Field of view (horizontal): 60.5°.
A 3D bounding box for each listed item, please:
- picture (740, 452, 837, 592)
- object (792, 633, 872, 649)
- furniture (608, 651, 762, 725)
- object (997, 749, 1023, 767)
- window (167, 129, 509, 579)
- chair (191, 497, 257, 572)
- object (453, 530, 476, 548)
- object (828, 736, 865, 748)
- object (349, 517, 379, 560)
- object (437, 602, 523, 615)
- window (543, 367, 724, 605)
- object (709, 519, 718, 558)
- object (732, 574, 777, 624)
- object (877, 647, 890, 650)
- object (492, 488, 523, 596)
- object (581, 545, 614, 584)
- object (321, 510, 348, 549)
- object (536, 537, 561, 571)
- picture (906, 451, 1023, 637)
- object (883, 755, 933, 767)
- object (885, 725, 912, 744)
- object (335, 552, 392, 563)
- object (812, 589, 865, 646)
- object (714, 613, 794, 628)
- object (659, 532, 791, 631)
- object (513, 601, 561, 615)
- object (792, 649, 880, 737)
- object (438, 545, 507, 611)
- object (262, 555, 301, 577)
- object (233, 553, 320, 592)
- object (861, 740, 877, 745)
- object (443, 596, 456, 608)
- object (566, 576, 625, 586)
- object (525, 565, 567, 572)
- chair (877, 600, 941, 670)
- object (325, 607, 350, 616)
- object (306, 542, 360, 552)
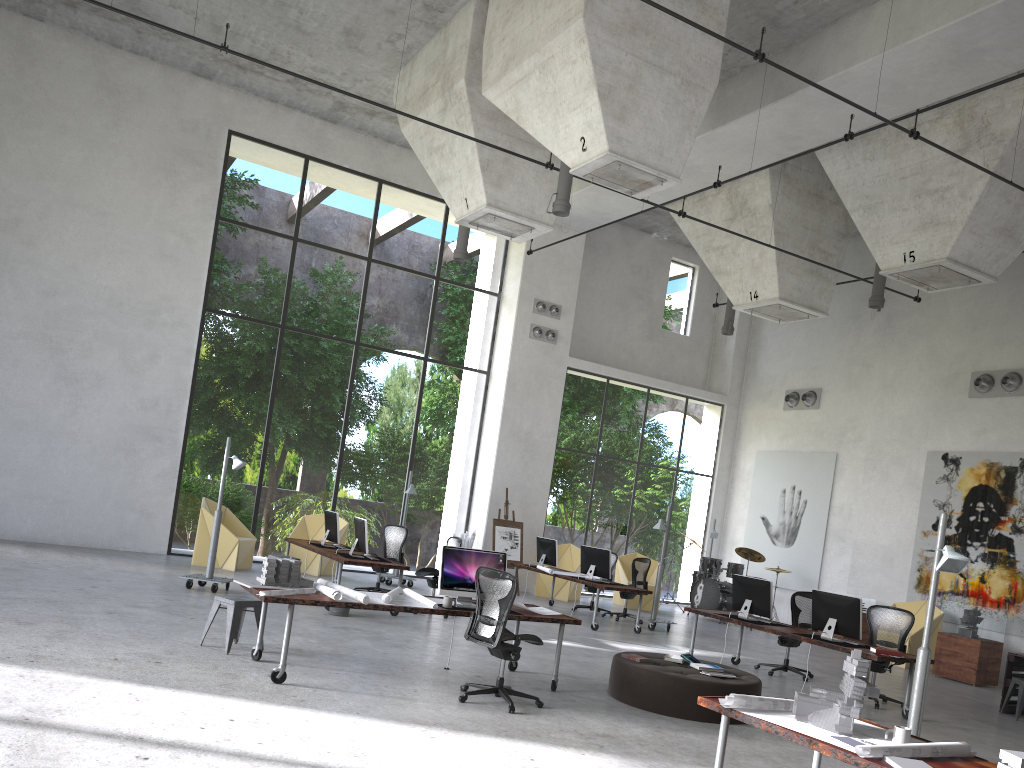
[{"bbox_3d":[6.081,3.016,19.553,0.020,3.011,2.328,8,-3,-28],"label":"picture"},{"bbox_3d":[3.809,3.017,10.286,0.694,0.008,0.848,12,-9,-27],"label":"object"},{"bbox_3d":[1.745,3.060,8.912,1.522,0.427,1.507,12,-8,-26],"label":"furniture"},{"bbox_3d":[2.447,1.852,4.145,0.389,0.181,0.419,9,-7,-3],"label":"object"},{"bbox_3d":[-3.146,-0.177,17.412,6.019,7.832,0.067,10,-1,-29],"label":"window"},{"bbox_3d":[-5.001,2.600,15.234,0.932,1.166,0.988,8,-3,7],"label":"chair"},{"bbox_3d":[-1.029,3.541,17.884,0.437,1.207,0.417,7,-1,40],"label":"object"},{"bbox_3d":[1.828,1.937,4.745,0.134,0.008,0.204,10,-8,-16],"label":"object"},{"bbox_3d":[-2.103,2.215,12.617,0.380,0.551,0.714,9,-5,-22],"label":"object"},{"bbox_3d":[-0.390,2.167,8.539,0.857,0.008,0.687,12,-9,-27],"label":"object"},{"bbox_3d":[2.781,2.478,20.016,4.606,4.882,0.020,10,-1,-29],"label":"window"},{"bbox_3d":[4.559,4.198,20.368,0.578,2.148,0.599,8,-1,7],"label":"object"},{"bbox_3d":[3.188,2.812,11.484,0.380,0.551,0.713,10,-5,-27],"label":"object"},{"bbox_3d":[4.075,2.895,9.603,0.148,0.011,0.011,4,-6,30],"label":"object"},{"bbox_3d":[-0.136,3.168,17.768,0.700,2.139,0.680,9,-1,-27],"label":"object"},{"bbox_3d":[1.444,3.013,14.659,0.381,0.551,0.711,10,-5,-37],"label":"object"},{"bbox_3d":[-2.770,2.293,13.837,0.380,0.551,0.713,10,-5,-27],"label":"object"},{"bbox_3d":[0.697,3.099,16.018,0.380,0.551,0.713,10,-5,-27],"label":"object"},{"bbox_3d":[8.009,2.666,15.144,0.020,3.011,2.346,8,-3,-28],"label":"picture"},{"bbox_3d":[1.986,1.900,4.360,0.200,0.023,0.238,8,-8,3],"label":"object"},{"bbox_3d":[2.149,1.956,4.881,0.122,0.100,0.088,8,-4,0],"label":"object"},{"bbox_3d":[-2.139,2.496,12.615,0.693,0.008,0.849,11,-9,-22],"label":"object"},{"bbox_3d":[3.845,2.736,10.287,0.380,0.551,0.713,10,-5,-27],"label":"object"},{"bbox_3d":[3.151,3.093,11.483,0.694,0.008,0.848,12,-9,-27],"label":"object"},{"bbox_3d":[4.627,4.193,18.832,1.906,1.737,2.954,12,-7,-44],"label":"object"},{"bbox_3d":[0.204,2.243,8.844,0.474,0.085,0.435,12,-9,-25],"label":"object"},{"bbox_3d":[1.873,1.769,5.082,0.360,0.519,0.498,8,-4,7],"label":"object"},{"bbox_3d":[-0.350,1.888,8.544,0.721,0.552,0.376,11,-4,-27],"label":"object"},{"bbox_3d":[-3.418,2.830,13.049,0.481,0.530,0.453,12,-5,-43],"label":"object"},{"bbox_3d":[-2.074,1.698,7.984,0.746,0.304,0.432,14,-8,-38],"label":"object"},{"bbox_3d":[1.962,1.962,4.791,0.011,0.010,0.125,12,-9,-42],"label":"object"},{"bbox_3d":[-0.581,2.037,8.199,0.122,0.100,0.088,8,-4,0],"label":"object"},{"bbox_3d":[1.407,3.294,14.659,0.696,0.008,0.845,14,-10,-36],"label":"object"},{"bbox_3d":[0.660,3.380,16.017,0.694,0.008,0.848,12,-9,-27],"label":"object"},{"bbox_3d":[6.839,4.293,15.215,0.943,1.166,0.976,10,-4,-30],"label":"chair"},{"bbox_3d":[-2.301,2.908,11.661,0.298,0.297,0.396,11,-6,-35],"label":"object"},{"bbox_3d":[-2.807,2.574,13.836,0.694,0.008,0.848,12,-9,-27],"label":"object"}]
